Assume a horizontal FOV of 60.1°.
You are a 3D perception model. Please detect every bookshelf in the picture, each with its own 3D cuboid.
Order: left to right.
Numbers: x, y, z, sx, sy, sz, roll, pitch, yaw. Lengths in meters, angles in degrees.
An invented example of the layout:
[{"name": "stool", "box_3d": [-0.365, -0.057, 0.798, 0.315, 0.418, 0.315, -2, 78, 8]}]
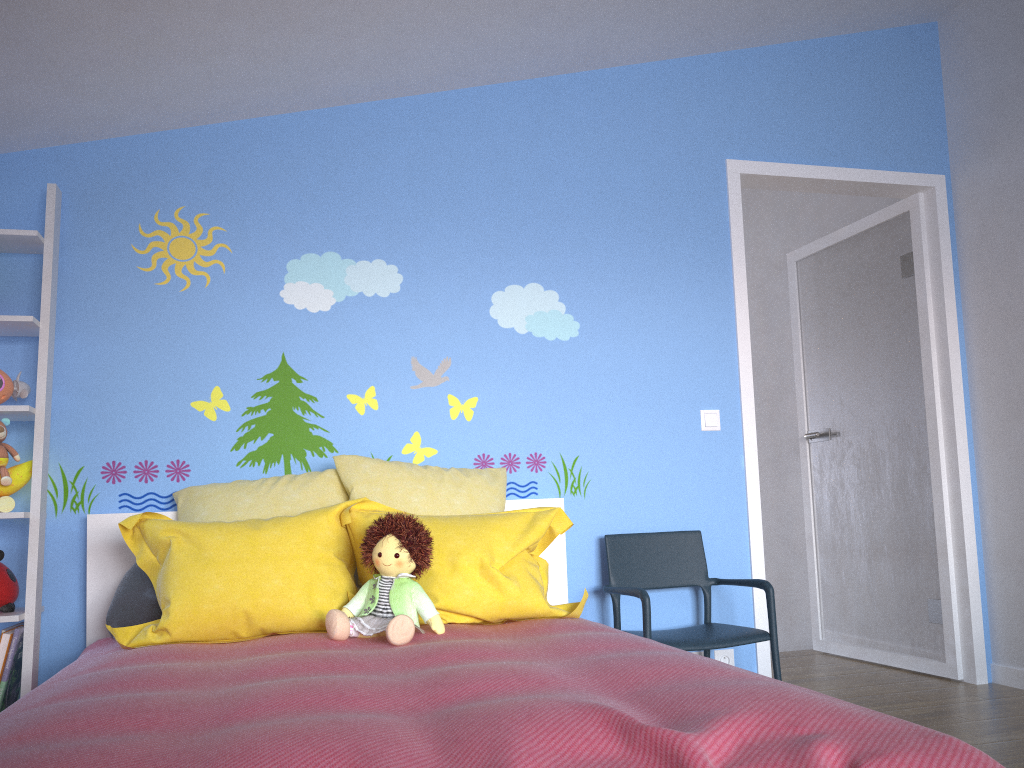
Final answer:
[{"name": "bookshelf", "box_3d": [-1.565, 0.269, 2.560, 0.391, 1.841, 0.382, -1, -6, -15]}]

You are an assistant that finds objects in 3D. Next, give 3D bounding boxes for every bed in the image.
[{"name": "bed", "box_3d": [-0.257, 0.638, 1.827, 1.926, 0.807, 2.332, 0, -8, -15]}]

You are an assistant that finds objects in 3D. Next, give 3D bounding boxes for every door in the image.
[{"name": "door", "box_3d": [1.262, 0.236, 4.030, 1.033, 2.117, 1.004, -1, -6, -15]}]

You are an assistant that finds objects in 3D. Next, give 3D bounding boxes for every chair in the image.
[{"name": "chair", "box_3d": [0.584, 0.849, 3.035, 0.512, 0.671, 0.419, 0, -6, -18]}]

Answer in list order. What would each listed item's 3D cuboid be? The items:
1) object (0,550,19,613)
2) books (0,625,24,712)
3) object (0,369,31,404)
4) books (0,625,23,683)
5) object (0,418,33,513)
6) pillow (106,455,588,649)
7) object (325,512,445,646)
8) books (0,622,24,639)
[{"name": "object", "box_3d": [-1.547, 0.563, 2.500, 0.253, 0.182, 0.324, -1, -8, -8]}, {"name": "books", "box_3d": [-0.224, 4.308, 4.574, 0.361, 6.673, 5.414, -5, -7, 25]}, {"name": "object", "box_3d": [-1.572, -0.039, 2.613, 0.296, 0.232, 0.158, 5, -9, -44]}, {"name": "books", "box_3d": [-1.415, 0.810, 2.473, 0.080, 0.247, 0.198, -1, -7, -15]}, {"name": "object", "box_3d": [-1.529, 0.231, 2.529, 0.372, 0.280, 0.154, 4, -9, -42]}, {"name": "pillow", "box_3d": [-0.488, 0.457, 2.603, 1.344, 0.529, 0.683, 0, -7, -14]}, {"name": "object", "box_3d": [-0.317, 0.491, 2.229, 0.286, 0.340, 0.252, -4, -7, 19]}, {"name": "books", "box_3d": [-1.446, 0.814, 2.507, 0.078, 0.252, 0.210, -1, -7, -15]}]
